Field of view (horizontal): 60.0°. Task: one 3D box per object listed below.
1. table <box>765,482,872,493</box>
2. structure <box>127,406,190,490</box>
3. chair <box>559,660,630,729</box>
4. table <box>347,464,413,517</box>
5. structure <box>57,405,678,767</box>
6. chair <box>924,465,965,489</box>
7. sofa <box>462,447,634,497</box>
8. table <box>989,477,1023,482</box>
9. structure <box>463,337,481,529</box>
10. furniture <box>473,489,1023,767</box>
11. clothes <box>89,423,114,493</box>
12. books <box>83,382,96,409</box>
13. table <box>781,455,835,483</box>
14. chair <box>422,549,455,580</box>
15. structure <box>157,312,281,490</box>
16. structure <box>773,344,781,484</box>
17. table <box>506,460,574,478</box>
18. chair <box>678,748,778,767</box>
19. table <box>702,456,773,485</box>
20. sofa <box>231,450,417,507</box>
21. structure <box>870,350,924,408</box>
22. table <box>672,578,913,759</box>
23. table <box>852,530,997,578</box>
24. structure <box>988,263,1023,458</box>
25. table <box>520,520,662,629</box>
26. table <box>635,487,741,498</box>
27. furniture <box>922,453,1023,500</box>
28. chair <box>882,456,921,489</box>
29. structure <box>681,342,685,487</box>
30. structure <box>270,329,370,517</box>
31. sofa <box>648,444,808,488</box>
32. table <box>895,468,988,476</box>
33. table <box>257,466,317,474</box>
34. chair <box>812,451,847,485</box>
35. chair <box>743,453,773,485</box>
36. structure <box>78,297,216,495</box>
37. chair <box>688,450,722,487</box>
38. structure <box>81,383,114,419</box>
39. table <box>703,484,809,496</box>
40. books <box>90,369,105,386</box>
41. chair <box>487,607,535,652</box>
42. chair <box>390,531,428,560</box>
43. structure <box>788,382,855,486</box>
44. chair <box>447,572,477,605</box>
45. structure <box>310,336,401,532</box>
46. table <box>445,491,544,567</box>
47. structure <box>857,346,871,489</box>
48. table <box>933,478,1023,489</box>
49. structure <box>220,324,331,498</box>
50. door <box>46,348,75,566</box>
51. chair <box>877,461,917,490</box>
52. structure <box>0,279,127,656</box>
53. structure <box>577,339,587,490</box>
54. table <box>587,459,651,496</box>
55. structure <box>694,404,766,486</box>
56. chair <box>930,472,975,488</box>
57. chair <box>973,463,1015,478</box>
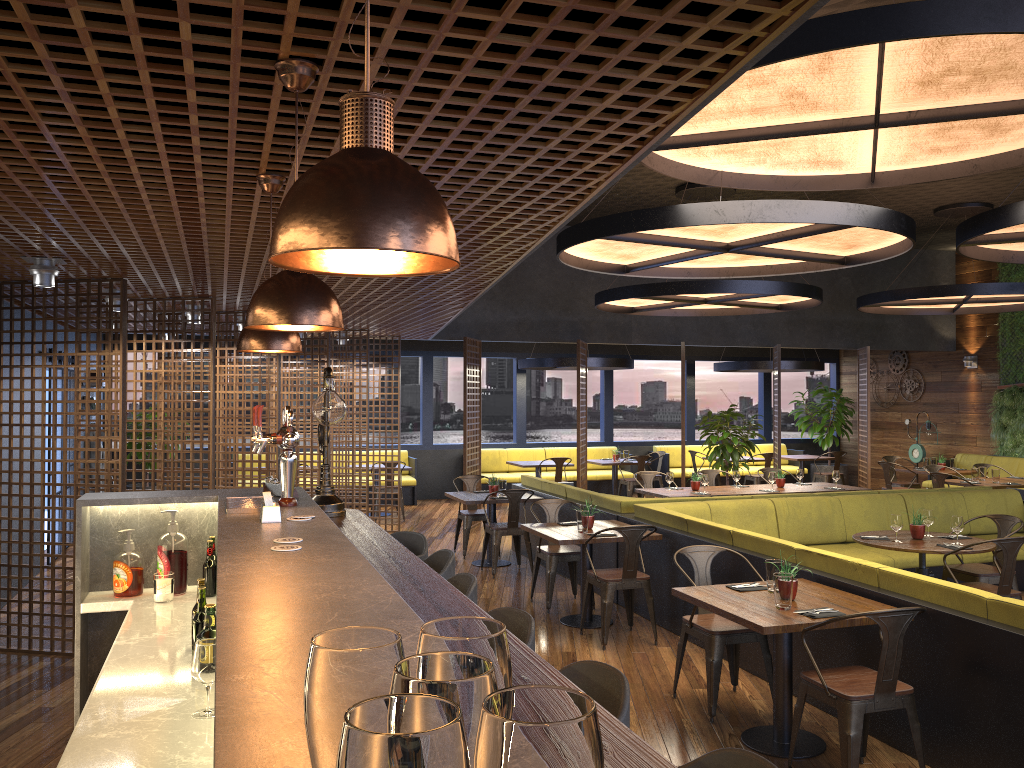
[{"bbox_3d":[3.757,1.646,10.923,0.906,0.763,0.887,0,-1,-18],"label":"table"},{"bbox_3d":[-5.749,1.183,14.121,0.993,1.763,1.166,-1,-1,42],"label":"structure"},{"bbox_3d":[0.106,1.371,2.575,0.483,1.048,0.438,0,-1,32],"label":"chair"},{"bbox_3d":[-2.104,1.685,14.013,0.887,0.763,0.906,0,-1,-18],"label":"table"},{"bbox_3d":[-0.896,0.525,1.252,2.700,2.700,9.298,0,-1,-18],"label":"structure"},{"bbox_3d":[5.984,1.590,12.211,0.504,0.917,0.541,0,-1,-18],"label":"chair"},{"bbox_3d":[0.689,1.648,16.316,3.061,0.914,0.966,0,-1,-18],"label":"sofa"},{"bbox_3d":[7.075,1.665,11.849,0.887,0.763,0.906,0,-1,-18],"label":"table"},{"bbox_3d":[-0.566,0.699,12.725,0.050,2.700,0.852,0,-1,12],"label":"structure"},{"bbox_3d":[3.248,1.523,7.795,4.895,0.914,7.462,0,-1,-23],"label":"furniture"},{"bbox_3d":[-5.910,1.293,12.729,0.401,1.494,0.423,0,-1,-22],"label":"clothes"},{"bbox_3d":[-5.842,0.192,12.324,0.223,0.489,0.286,1,-1,-27],"label":"books"},{"bbox_3d":[5.400,1.733,16.483,0.887,0.763,0.906,0,-1,-18],"label":"table"},{"bbox_3d":[-0.514,1.400,4.586,0.438,1.048,0.483,0,-1,11],"label":"chair"},{"bbox_3d":[-2.924,0.637,8.816,1.319,2.700,0.050,0,-1,12],"label":"structure"},{"bbox_3d":[4.278,0.730,14.319,0.050,2.700,0.852,0,-1,12],"label":"structure"},{"bbox_3d":[0.461,1.701,14.857,0.887,0.763,0.906,0,-1,-18],"label":"table"},{"bbox_3d":[0.374,1.361,1.889,0.438,1.048,0.483,0,-1,11],"label":"chair"},{"bbox_3d":[4.070,1.724,16.049,0.906,0.763,0.887,0,-1,-18],"label":"table"},{"bbox_3d":[-3.181,1.624,15.043,3.061,0.914,0.966,0,-1,-18],"label":"sofa"},{"bbox_3d":[7.441,-0.119,17.508,0.058,1.178,1.791,0,-1,-18],"label":"structure"},{"bbox_3d":[1.481,1.550,4.801,0.887,0.763,0.906,0,-1,-18],"label":"table"},{"bbox_3d":[3.166,1.583,6.840,1.007,0.760,1.007,0,-1,19],"label":"table"},{"bbox_3d":[9.591,-0.263,10.826,0.918,4.593,9.182,0,-1,-19],"label":"structure"},{"bbox_3d":[0.636,1.588,7.365,0.887,0.763,0.906,0,-1,-18],"label":"table"},{"bbox_3d":[2.039,1.635,10.352,0.906,0.763,0.887,0,-1,-18],"label":"table"},{"bbox_3d":[6.938,1.598,12.477,3.378,0.916,4.755,0,-1,-18],"label":"furniture"},{"bbox_3d":[6.213,1.619,14.152,0.504,0.917,0.541,0,-1,-18],"label":"chair"},{"bbox_3d":[2.664,0.720,13.788,0.050,2.700,0.852,0,-1,12],"label":"structure"},{"bbox_3d":[-2.433,0.673,11.172,1.319,2.700,0.050,0,-1,12],"label":"structure"},{"bbox_3d":[4.288,1.671,17.501,3.061,0.914,0.966,0,-1,-18],"label":"sofa"},{"bbox_3d":[6.497,1.688,13.437,0.887,0.763,0.906,0,-1,-18],"label":"table"},{"bbox_3d":[-3.434,1.677,13.576,0.887,0.763,0.906,0,-1,-18],"label":"table"},{"bbox_3d":[5.680,1.644,15.840,0.504,0.917,0.541,0,-1,-18],"label":"chair"},{"bbox_3d":[4.321,1.636,15.393,0.504,0.917,0.541,0,-1,-18],"label":"chair"},{"bbox_3d":[-3.170,0.619,7.638,1.319,2.700,0.050,0,-1,12],"label":"structure"},{"bbox_3d":[3.442,1.642,15.891,0.541,0.917,0.504,0,-1,-18],"label":"chair"},{"bbox_3d":[-5.942,0.273,12.753,0.293,0.563,1.220,0,-1,-18],"label":"structure"},{"bbox_3d":[2.900,1.641,10.635,0.906,0.763,0.887,0,-1,-18],"label":"table"},{"bbox_3d":[-6.060,-0.086,12.965,0.177,0.245,0.450,0,-1,-18],"label":"books"},{"bbox_3d":[-0.135,1.380,3.239,0.438,1.048,0.483,0,-1,-4],"label":"chair"},{"bbox_3d":[-0.708,1.409,5.143,0.438,1.048,0.483,1,-1,-26],"label":"chair"},{"bbox_3d":[6.421,1.047,18.043,1.493,2.184,1.272,0,-1,-18],"label":"structure"},{"bbox_3d":[-0.383,1.391,3.975,0.483,1.048,0.438,-1,-1,43],"label":"chair"},{"bbox_3d":[-2.187,0.691,12.350,1.319,2.700,0.050,0,-1,12],"label":"structure"},{"bbox_3d":[-0.212,1.626,9.928,0.887,0.763,0.906,0,-1,-18],"label":"table"},{"bbox_3d":[5.893,0.740,14.851,0.050,2.700,0.852,0,-1,12],"label":"structure"},{"bbox_3d":[6.189,1.659,11.558,0.887,0.763,0.906,0,-1,-18],"label":"table"},{"bbox_3d":[-2.679,0.655,9.994,1.319,2.700,0.050,0,-1,12],"label":"structure"},{"bbox_3d":[-5.325,0.807,10.477,0.052,2.386,2.441,0,-1,-18],"label":"door"},{"bbox_3d":[5.755,1.605,13.215,0.541,0.917,0.504,0,-1,-18],"label":"chair"},{"bbox_3d":[-3.416,0.600,6.459,1.319,2.700,0.050,0,-1,12],"label":"structure"},{"bbox_3d":[1.049,0.709,13.256,0.050,2.700,0.852,0,-1,12],"label":"structure"},{"bbox_3d":[1.790,1.710,15.299,0.906,0.763,0.887,0,-1,-18],"label":"table"},{"bbox_3d":[3.204,1.182,13.274,0.993,1.763,1.166,-1,-1,42],"label":"structure"},{"bbox_3d":[5.640,1.575,11.300,0.541,0.917,0.504,0,-1,-18],"label":"chair"},{"bbox_3d":[6.809,1.595,12.483,0.504,0.917,0.541,0,-1,-18],"label":"chair"}]
